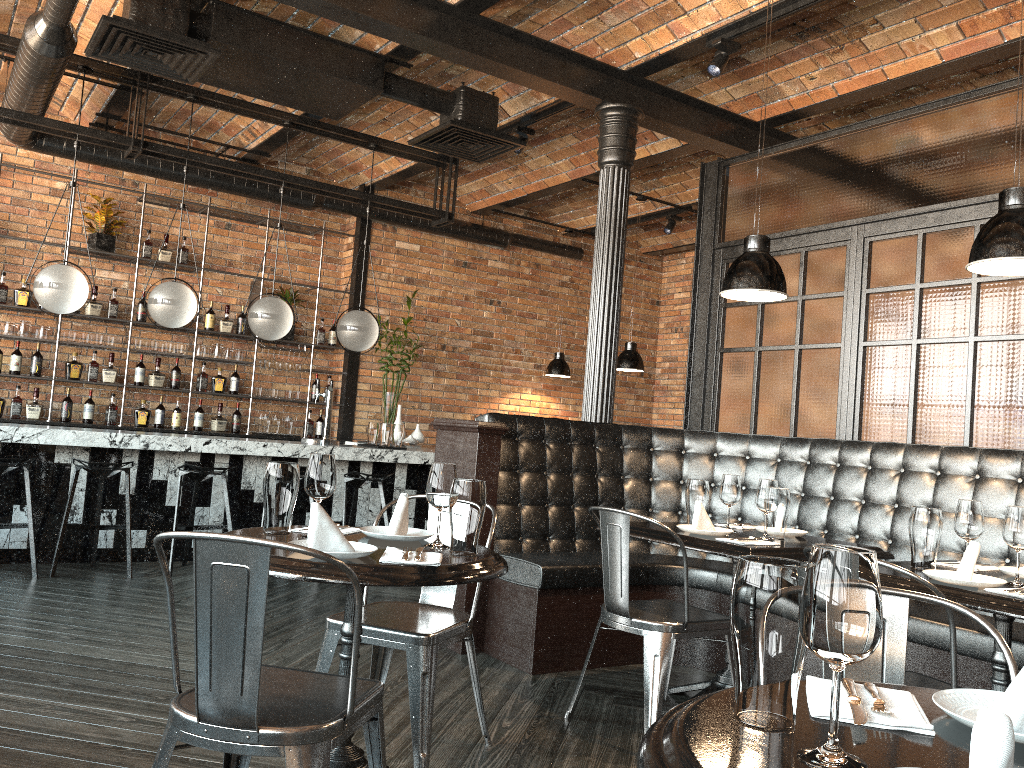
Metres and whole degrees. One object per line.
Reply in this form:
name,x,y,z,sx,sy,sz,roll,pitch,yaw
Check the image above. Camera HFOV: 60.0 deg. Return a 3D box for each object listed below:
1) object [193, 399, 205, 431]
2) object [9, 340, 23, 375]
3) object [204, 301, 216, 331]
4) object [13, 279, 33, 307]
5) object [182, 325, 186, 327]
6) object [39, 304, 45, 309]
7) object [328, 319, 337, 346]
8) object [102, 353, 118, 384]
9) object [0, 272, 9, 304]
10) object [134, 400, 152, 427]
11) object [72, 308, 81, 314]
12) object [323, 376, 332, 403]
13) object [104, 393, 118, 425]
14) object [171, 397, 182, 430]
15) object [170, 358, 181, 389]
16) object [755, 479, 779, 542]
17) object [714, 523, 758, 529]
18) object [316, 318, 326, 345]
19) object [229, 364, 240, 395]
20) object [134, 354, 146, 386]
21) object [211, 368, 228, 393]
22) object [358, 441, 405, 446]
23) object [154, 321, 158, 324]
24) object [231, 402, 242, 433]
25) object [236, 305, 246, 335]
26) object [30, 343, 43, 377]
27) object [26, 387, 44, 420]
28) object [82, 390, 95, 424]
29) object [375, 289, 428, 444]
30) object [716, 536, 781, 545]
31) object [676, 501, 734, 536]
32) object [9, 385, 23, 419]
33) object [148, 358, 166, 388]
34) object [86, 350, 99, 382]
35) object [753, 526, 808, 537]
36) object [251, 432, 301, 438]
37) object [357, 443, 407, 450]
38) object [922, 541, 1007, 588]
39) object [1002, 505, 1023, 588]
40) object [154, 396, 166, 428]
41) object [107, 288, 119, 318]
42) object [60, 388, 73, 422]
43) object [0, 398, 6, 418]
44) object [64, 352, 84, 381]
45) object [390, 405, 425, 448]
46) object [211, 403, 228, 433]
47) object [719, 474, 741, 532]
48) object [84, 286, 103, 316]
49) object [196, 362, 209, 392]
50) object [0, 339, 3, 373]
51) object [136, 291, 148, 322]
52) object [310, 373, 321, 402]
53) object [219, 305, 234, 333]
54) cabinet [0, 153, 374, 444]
object,-2.937,0.290,8.333,0.086,0.298,0.086,4,-3,15
object,-4.200,-0.221,7.518,0.086,0.298,0.086,4,-3,15
object,-2.853,-0.638,8.391,0.086,0.299,0.086,4,-3,15
object,-4.144,-0.763,7.519,0.151,0.248,0.094,6,-4,-30
object,-3.086,-0.640,8.227,0.151,0.248,0.094,5,-3,-5
object,-4.008,-0.771,7.627,0.086,0.298,0.086,4,-3,15
object,-1.834,-0.519,9.098,0.086,0.298,0.086,3,-3,20
object,-3.569,-0.139,7.886,0.123,0.279,0.123,6,-3,-20
object,-4.276,-0.796,7.432,0.083,0.282,0.083,2,-4,41
object,-3.352,0.268,8.046,0.151,0.248,0.094,6,-4,-25
object,-3.811,-0.750,7.752,0.086,0.298,0.086,4,-3,15
object,-1.869,0.057,9.040,0.083,0.282,0.083,6,-3,-24
object,-3.566,0.225,7.903,0.083,0.282,0.083,2,-4,41
object,-3.102,0.272,8.214,0.080,0.299,0.080,6,-4,-31
object,-3.111,-0.096,8.213,0.086,0.299,0.086,4,-3,15
object,1.025,0.506,3.569,0.092,0.244,0.092,2,-4,39
object,1.045,0.651,4.088,0.255,0.019,0.157,7,-4,-38
object,-1.936,-0.524,8.997,0.083,0.282,0.083,6,-3,-19
object,-2.662,-0.041,8.526,0.086,0.298,0.086,4,-3,15
object,-3.371,-0.125,8.045,0.086,0.298,0.086,4,-3,15
object,-2.784,-0.031,8.427,0.151,0.248,0.094,6,-4,-25
object,-1.236,0.596,8.830,0.622,0.014,0.622,3,-4,29
object,-3.234,-0.682,8.166,0.086,0.298,0.086,4,-3,15
object,-2.645,0.323,8.524,0.086,0.299,0.086,4,-3,15
object,-2.606,-0.610,8.553,0.086,0.297,0.086,4,-3,15
object,-4.059,-0.206,7.579,0.086,0.297,0.086,4,-3,15
object,-4.062,0.168,7.556,0.123,0.279,0.123,6,-3,-20
object,-3.721,0.199,7.809,0.086,0.298,0.086,4,-3,15
object,-1.149,-0.167,8.857,0.584,1.546,0.673,4,-3,5
object,0.931,0.606,3.444,0.255,0.019,0.157,7,-4,-33
object,0.801,0.553,3.667,0.232,0.139,0.232,4,-3,15
object,-4.184,0.153,7.490,0.083,0.282,0.083,7,-4,-34
object,-3.243,-0.101,8.104,0.123,0.279,0.123,1,-5,45
object,-3.691,-0.155,7.821,0.083,0.282,0.083,7,-4,-34
object,1.186,0.597,3.907,0.232,0.139,0.232,4,-3,14
object,-2.307,0.500,8.679,0.437,0.019,0.273,7,-4,-34
object,-1.101,0.529,7.497,0.273,0.019,0.437,7,-4,-34
object,1.392,0.547,2.725,0.232,0.139,0.232,2,-4,41
object,1.577,0.504,2.761,0.092,0.244,0.092,4,-3,17
object,-3.230,0.258,8.145,0.086,0.298,0.086,4,-3,15
object,-3.557,-0.713,7.912,0.083,0.282,0.083,7,-4,-34
object,-3.853,0.182,7.682,0.086,0.297,0.086,5,-3,0
object,-4.313,0.156,7.403,0.151,0.248,0.094,8,-4,-45
object,-3.820,-0.152,7.734,0.151,0.248,0.094,8,-4,-45
object,-1.007,0.406,8.511,0.316,0.397,0.319,4,-3,15
object,-2.776,0.318,8.415,0.123,0.279,0.123,1,-5,45
object,0.941,0.515,3.838,0.092,0.244,0.092,5,-3,-17
object,-3.683,-0.726,7.812,0.123,0.279,0.123,1,-5,45
object,-2.910,-0.064,8.344,0.083,0.282,0.083,2,-4,41
object,-4.307,-0.234,7.417,0.086,0.299,0.086,4,-3,15
object,-3.355,-0.698,8.052,0.086,0.299,0.086,4,-3,15
object,-1.983,0.036,8.968,0.086,0.299,0.086,4,-3,15
object,-2.722,-0.614,8.455,0.123,0.279,0.123,6,-4,-25
cabinet,-4.498,-0.676,7.236,7.075,3.779,0.564,7,-4,-34
